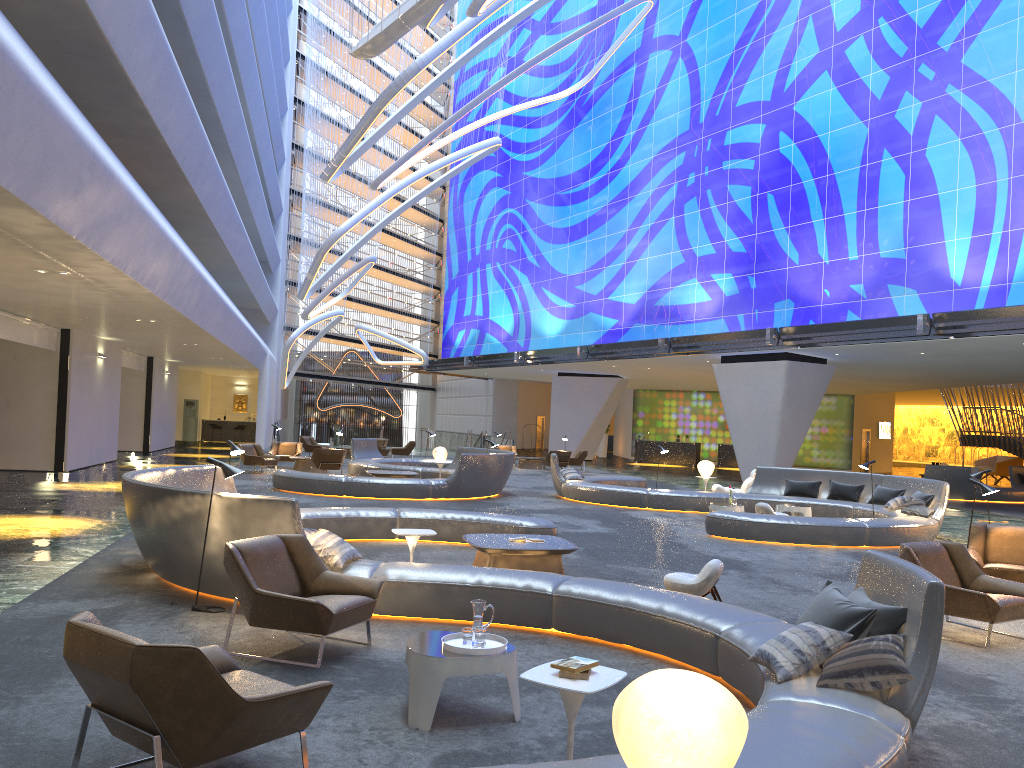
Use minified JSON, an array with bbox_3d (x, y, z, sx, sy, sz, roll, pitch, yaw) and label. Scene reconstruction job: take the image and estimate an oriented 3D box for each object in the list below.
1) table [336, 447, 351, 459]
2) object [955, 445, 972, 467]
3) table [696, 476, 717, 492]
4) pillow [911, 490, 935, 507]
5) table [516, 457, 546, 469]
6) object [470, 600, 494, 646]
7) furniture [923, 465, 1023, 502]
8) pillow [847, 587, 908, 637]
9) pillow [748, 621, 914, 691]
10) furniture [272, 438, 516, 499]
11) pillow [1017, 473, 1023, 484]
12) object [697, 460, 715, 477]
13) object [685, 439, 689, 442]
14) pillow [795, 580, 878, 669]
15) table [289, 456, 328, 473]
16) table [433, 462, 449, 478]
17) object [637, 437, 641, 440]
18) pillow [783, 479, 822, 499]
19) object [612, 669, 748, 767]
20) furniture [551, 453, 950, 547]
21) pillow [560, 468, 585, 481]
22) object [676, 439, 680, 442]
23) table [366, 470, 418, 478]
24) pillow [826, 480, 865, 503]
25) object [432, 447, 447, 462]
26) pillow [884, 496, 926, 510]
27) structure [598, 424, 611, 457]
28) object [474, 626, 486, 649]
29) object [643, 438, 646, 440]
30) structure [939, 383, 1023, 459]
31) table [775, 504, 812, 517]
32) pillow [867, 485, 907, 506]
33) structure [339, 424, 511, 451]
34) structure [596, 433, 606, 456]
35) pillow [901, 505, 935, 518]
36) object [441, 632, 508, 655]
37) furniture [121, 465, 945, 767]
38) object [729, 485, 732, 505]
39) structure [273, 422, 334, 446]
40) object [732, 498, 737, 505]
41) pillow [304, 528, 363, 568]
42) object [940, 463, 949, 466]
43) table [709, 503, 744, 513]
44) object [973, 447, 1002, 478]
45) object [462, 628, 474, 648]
[{"bbox_3d":[-6.110,2.657,34.053,1.203,0.392,1.204,2,-2,6],"label":"table"},{"bbox_3d":[21.266,3.596,41.752,0.476,1.664,1.206,2,-1,43],"label":"object"},{"bbox_3d":[4.522,2.473,20.748,0.418,0.595,0.427,3,-1,-38],"label":"table"},{"bbox_3d":[7.313,2.114,15.957,0.317,0.366,0.775,3,-2,4],"label":"pillow"},{"bbox_3d":[0.713,2.907,32.573,1.203,0.392,1.203,3,-2,-12],"label":"table"},{"bbox_3d":[-0.186,1.388,5.154,0.131,0.252,0.103,3,-1,-29],"label":"object"},{"bbox_3d":[16.035,3.082,27.573,9.925,0.969,5.190,2,-2,5],"label":"furniture"},{"bbox_3d":[2.046,1.424,5.212,0.295,0.368,0.769,3,-2,1],"label":"pillow"},{"bbox_3d":[1.706,1.459,4.805,0.873,0.280,0.685,2,-2,25],"label":"pillow"},{"bbox_3d":[-2.336,2.044,22.741,5.184,0.969,9.936,2,-2,5],"label":"furniture"},{"bbox_3d":[16.833,3.107,28.986,0.769,0.368,0.295,4,-2,-33],"label":"pillow"},{"bbox_3d":[4.529,1.980,20.703,0.367,0.387,0.318,3,-1,-30],"label":"object"},{"bbox_3d":[8.185,2.656,41.478,0.150,0.145,0.150,2,-2,21],"label":"object"},{"bbox_3d":[1.851,1.388,5.134,0.315,0.386,0.785,3,-2,3],"label":"pillow"},{"bbox_3d":[-5.783,2.312,25.420,1.203,0.392,1.203,3,-2,-13],"label":"table"},{"bbox_3d":[-1.768,2.235,21.902,0.418,0.595,0.428,3,-1,-13],"label":"table"},{"bbox_3d":[6.089,2.597,42.401,0.149,0.149,0.149,2,-2,22],"label":"object"},{"bbox_3d":[5.965,2.163,18.247,0.768,0.368,0.295,1,-2,32],"label":"pillow"},{"bbox_3d":[0.490,1.049,2.618,0.367,0.387,0.318,3,-1,-30],"label":"object"},{"bbox_3d":[4.326,2.164,18.367,5.188,0.969,9.928,3,-3,-20],"label":"furniture"},{"bbox_3d":[1.344,2.071,20.407,0.692,0.262,0.878,3,-2,-4],"label":"pillow"},{"bbox_3d":[7.801,2.644,41.616,0.150,0.145,0.150,2,-2,21],"label":"object"},{"bbox_3d":[-2.801,2.247,20.615,1.203,0.392,1.203,3,-2,-12],"label":"table"},{"bbox_3d":[6.664,2.151,17.754,0.282,0.416,0.759,4,-2,-44],"label":"pillow"},{"bbox_3d":[-1.780,1.741,21.868,0.367,0.387,0.318,3,-1,-5],"label":"object"},{"bbox_3d":[7.124,2.152,16.019,0.877,0.262,0.693,1,-3,43],"label":"pillow"},{"bbox_3d":[4.911,2.906,47.518,1.023,2.050,0.772,3,-1,-34],"label":"structure"},{"bbox_3d":[-0.184,1.451,5.057,0.071,0.118,0.071,4,-1,-45],"label":"object"},{"bbox_3d":[6.315,2.623,42.306,0.107,0.108,0.111,2,-2,22],"label":"object"},{"bbox_3d":[25.750,1.439,32.780,11.986,6.245,16.495,3,-2,-12],"label":"structure"},{"bbox_3d":[5.130,2.428,16.300,0.673,0.406,0.671,2,-2,7],"label":"table"},{"bbox_3d":[7.178,2.148,16.983,0.315,0.386,0.785,3,-2,-21],"label":"pillow"},{"bbox_3d":[-6.719,6.852,56.819,9.307,8.396,19.740,3,-2,-12],"label":"structure"},{"bbox_3d":[4.943,2.996,49.656,0.773,2.050,1.021,3,-1,-41],"label":"structure"},{"bbox_3d":[6.865,2.160,14.973,0.444,0.207,0.444,1,-3,39],"label":"pillow"},{"bbox_3d":[-0.216,1.495,5.107,0.381,0.038,0.381,3,-3,-20],"label":"object"},{"bbox_3d":[-0.929,1.478,7.663,5.187,0.969,9.930,3,-2,-16],"label":"furniture"},{"bbox_3d":[3.858,1.961,15.629,0.066,0.355,0.076,3,-1,-45],"label":"object"},{"bbox_3d":[-12.905,6.462,55.030,3.017,8.235,19.836,3,-2,-12],"label":"structure"},{"bbox_3d":[3.954,2.089,15.743,0.071,0.118,0.151,3,-2,-2],"label":"object"},{"bbox_3d":[-1.655,1.406,7.742,0.877,0.262,0.693,1,-3,40],"label":"pillow"},{"bbox_3d":[14.010,2.747,28.714,0.318,0.387,0.367,3,-1,-5],"label":"object"},{"bbox_3d":[3.733,2.340,15.715,0.670,0.406,0.674,1,-2,40],"label":"table"},{"bbox_3d":[22.317,3.637,41.591,1.205,1.664,0.476,3,-1,-2],"label":"object"},{"bbox_3d":[-0.253,1.446,5.016,0.071,0.118,0.071,3,-1,-30],"label":"object"}]
